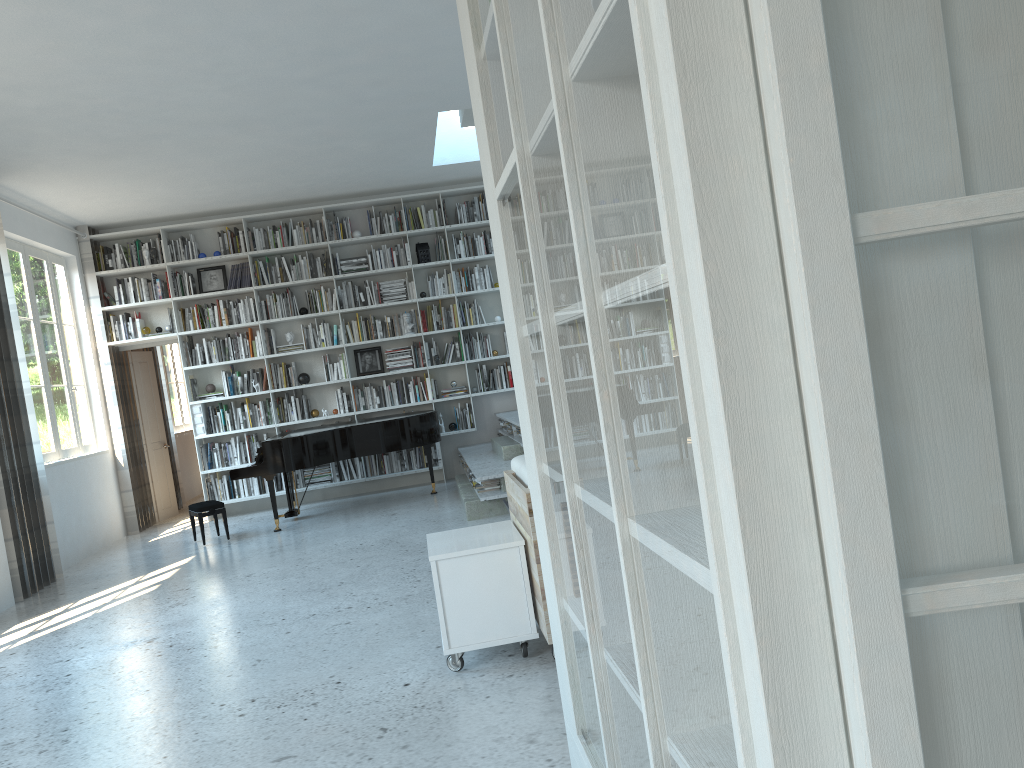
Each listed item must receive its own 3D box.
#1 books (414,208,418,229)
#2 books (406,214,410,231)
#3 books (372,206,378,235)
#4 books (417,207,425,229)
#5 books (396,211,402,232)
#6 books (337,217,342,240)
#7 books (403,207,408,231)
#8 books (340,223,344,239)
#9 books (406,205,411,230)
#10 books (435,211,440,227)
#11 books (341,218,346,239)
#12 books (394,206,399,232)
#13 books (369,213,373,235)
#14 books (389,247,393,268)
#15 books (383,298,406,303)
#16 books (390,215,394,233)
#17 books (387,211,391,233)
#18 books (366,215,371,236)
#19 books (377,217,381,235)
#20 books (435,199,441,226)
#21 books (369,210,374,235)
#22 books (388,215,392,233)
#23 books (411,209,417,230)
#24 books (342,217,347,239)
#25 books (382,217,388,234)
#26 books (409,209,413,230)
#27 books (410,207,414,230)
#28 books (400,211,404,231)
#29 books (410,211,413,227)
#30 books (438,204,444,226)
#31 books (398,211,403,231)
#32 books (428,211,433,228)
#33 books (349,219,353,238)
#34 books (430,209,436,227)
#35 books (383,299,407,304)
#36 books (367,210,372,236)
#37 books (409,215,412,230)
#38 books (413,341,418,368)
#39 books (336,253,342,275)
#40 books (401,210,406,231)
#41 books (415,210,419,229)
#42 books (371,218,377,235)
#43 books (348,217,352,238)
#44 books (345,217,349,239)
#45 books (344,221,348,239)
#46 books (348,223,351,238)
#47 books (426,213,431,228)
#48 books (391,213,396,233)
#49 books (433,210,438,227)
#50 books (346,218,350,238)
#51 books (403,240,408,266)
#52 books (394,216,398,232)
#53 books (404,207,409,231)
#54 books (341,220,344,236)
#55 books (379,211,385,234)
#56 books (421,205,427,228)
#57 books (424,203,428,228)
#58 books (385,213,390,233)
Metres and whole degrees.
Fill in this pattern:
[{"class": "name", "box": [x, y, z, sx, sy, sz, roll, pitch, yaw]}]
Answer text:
[{"class": "books", "box": [-1.053, -1.790, 9.721, 0.008, 0.262, 0.142, -9, 2, -6]}, {"class": "books", "box": [-1.137, -1.749, 9.724, 0.016, 0.204, 0.143, -9, 2, -6]}, {"class": "books", "box": [-1.488, -1.758, 9.659, 0.010, 0.331, 0.186, -9, 2, -6]}, {"class": "books", "box": [-0.999, -1.794, 9.713, 0.054, 0.255, 0.190, -9, 2, -6]}, {"class": "books", "box": [-1.236, -1.753, 9.699, 0.028, 0.244, 0.161, -9, 2, -6]}, {"class": "books", "box": [-1.865, -1.667, 9.618, 0.011, 0.265, 0.163, -9, 2, -6]}, {"class": "books", "box": [-1.164, -1.785, 9.717, 0.012, 0.285, 0.159, -9, 2, -6]}, {"class": "books", "box": [-1.844, -1.635, 9.634, 0.023, 0.195, 0.172, -9, 2, -6]}, {"class": "books", "box": [-1.130, -1.796, 9.706, 0.007, 0.298, 0.181, -9, 2, -6]}, {"class": "books", "box": [-0.818, -1.792, 9.744, 0.022, 0.194, 0.181, -9, 2, -6]}, {"class": "books", "box": [-1.825, -1.665, 9.642, 0.014, 0.248, 0.139, -9, 2, -6]}, {"class": "books", "box": [-1.262, -1.782, 9.703, 0.012, 0.308, 0.138, -9, 2, -6]}, {"class": "books", "box": [-1.536, -1.719, 9.673, 0.011, 0.267, 0.129, -9, 2, -6]}, {"class": "books", "box": [-1.322, -1.366, 9.709, 0.011, 0.239, 0.139, -9, 2, -6]}, {"class": "books", "box": [-1.281, -0.911, 9.714, 0.254, 0.012, 0.161, -9, 1, -3]}, {"class": "books", "box": [-1.307, -1.720, 9.667, 0.023, 0.202, 0.193, -9, 2, -6]}, {"class": "books", "box": [-1.341, -1.750, 9.670, 0.010, 0.270, 0.180, -9, 2, -6]}, {"class": "books", "box": [-1.559, -1.704, 9.672, 0.012, 0.245, 0.151, -9, 2, -6]}, {"class": "books", "box": [-1.450, -1.703, 9.670, 0.050, 0.211, 0.172, -9, 2, -6]}, {"class": "books", "box": [-0.813, -1.862, 9.760, 0.012, 0.330, 0.128, -9, 2, -6]}, {"class": "books", "box": [-1.527, -1.735, 9.665, 0.011, 0.296, 0.157, -9, 2, -6]}, {"class": "books", "box": [-1.327, -1.725, 9.682, 0.012, 0.217, 0.179, -9, 2, -6]}, {"class": "books", "box": [-1.073, -1.786, 9.711, 0.034, 0.261, 0.157, -9, 2, -6]}, {"class": "books", "box": [-1.812, -1.675, 9.637, 0.013, 0.264, 0.147, -9, 2, -6]}, {"class": "books", "box": [-1.381, -1.710, 9.676, 0.033, 0.203, 0.166, -9, 2, -6]}, {"class": "books", "box": [-1.102, -1.771, 9.691, 0.007, 0.239, 0.191, -9, 2, -6]}, {"class": "books", "box": [-1.095, -1.793, 9.718, 0.007, 0.279, 0.150, -9, 2, -6]}, {"class": "books", "box": [-1.202, -1.756, 9.704, 0.014, 0.239, 0.153, -9, 2, -6]}, {"class": "books", "box": [-1.099, -1.782, 9.706, 0.006, 0.260, 0.166, -9, 2, -6]}, {"class": "books", "box": [-0.784, -1.827, 9.732, 0.029, 0.253, 0.186, -9, 2, -6]}, {"class": "books", "box": [-1.217, -1.756, 9.711, 0.014, 0.244, 0.145, -9, 2, -6]}, {"class": "books", "box": [-0.896, -1.784, 9.726, 0.024, 0.202, 0.180, -9, 2, -6]}, {"class": "books", "box": [-1.751, -1.670, 9.660, 0.004, 0.236, 0.137, -9, 2, -6]}, {"class": "books", "box": [-0.869, -1.793, 9.725, 0.031, 0.213, 0.169, -9, 2, -6]}, {"class": "books", "box": [-1.279, -0.899, 9.712, 0.254, 0.012, 0.161, -9, 1, -10]}, {"class": "books", "box": [-1.548, -1.729, 9.655, 0.014, 0.292, 0.176, -9, 2, -6]}, {"class": "books", "box": [-1.112, -1.746, 9.716, 0.015, 0.193, 0.160, -9, 2, -6]}, {"class": "books", "box": [-1.067, -0.321, 9.771, 0.011, 0.299, 0.130, -9, 2, -6]}, {"class": "books", "box": [-1.872, -1.286, 9.617, 0.021, 0.249, 0.191, -9, 2, -6]}, {"class": "books", "box": [-1.187, -1.767, 9.712, 0.022, 0.257, 0.136, -9, 2, -6]}, {"class": "books", "box": [-1.038, -1.778, 9.705, 0.015, 0.234, 0.171, -9, 2, -6]}, {"class": "books", "box": [-1.501, -1.695, 9.681, 0.031, 0.208, 0.146, -9, 2, -6]}, {"class": "books", "box": [-1.757, -1.679, 9.639, 0.011, 0.256, 0.143, -9, 2, -6]}, {"class": "books", "box": [-1.787, -1.674, 9.634, 0.005, 0.255, 0.168, -9, 2, -6]}, {"class": "books", "box": [-1.795, -1.655, 9.635, 0.016, 0.219, 0.144, -9, 2, -6]}, {"class": "books", "box": [-1.763, -1.643, 9.646, 0.010, 0.187, 0.152, -9, 2, -6]}, {"class": "books", "box": [-0.917, -1.769, 9.723, 0.022, 0.180, 0.173, -9, 2, -6]}, {"class": "books", "box": [-1.290, -1.740, 9.713, 0.026, 0.234, 0.137, -9, 2, -6]}, {"class": "books", "box": [-0.843, -1.793, 9.749, 0.025, 0.203, 0.162, -9, 2, -6]}, {"class": "books", "box": [-1.780, -1.673, 9.654, 0.013, 0.250, 0.148, -9, 2, -6]}, {"class": "books", "box": [-1.167, -1.421, 9.730, 0.010, 0.299, 0.133, -9, 2, -6]}, {"class": "books", "box": [-1.267, -1.728, 9.710, 0.014, 0.204, 0.135, -9, 2, -6]}, {"class": "books", "box": [-1.151, -1.783, 9.700, 0.008, 0.279, 0.170, -9, 2, -6]}, {"class": "books", "box": [-1.835, -1.656, 9.654, 0.006, 0.233, 0.136, -9, 2, -6]}, {"class": "books", "box": [-1.419, -1.738, 9.690, 0.028, 0.270, 0.140, -9, 2, -6]}, {"class": "books", "box": [-0.962, -1.811, 9.738, 0.030, 0.274, 0.151, -9, 2, -6]}, {"class": "books", "box": [-0.942, -1.825, 9.722, 0.010, 0.297, 0.167, -9, 2, -6]}, {"class": "books", "box": [-1.357, -1.731, 9.683, 0.023, 0.236, 0.154, -9, 2, -6]}]
